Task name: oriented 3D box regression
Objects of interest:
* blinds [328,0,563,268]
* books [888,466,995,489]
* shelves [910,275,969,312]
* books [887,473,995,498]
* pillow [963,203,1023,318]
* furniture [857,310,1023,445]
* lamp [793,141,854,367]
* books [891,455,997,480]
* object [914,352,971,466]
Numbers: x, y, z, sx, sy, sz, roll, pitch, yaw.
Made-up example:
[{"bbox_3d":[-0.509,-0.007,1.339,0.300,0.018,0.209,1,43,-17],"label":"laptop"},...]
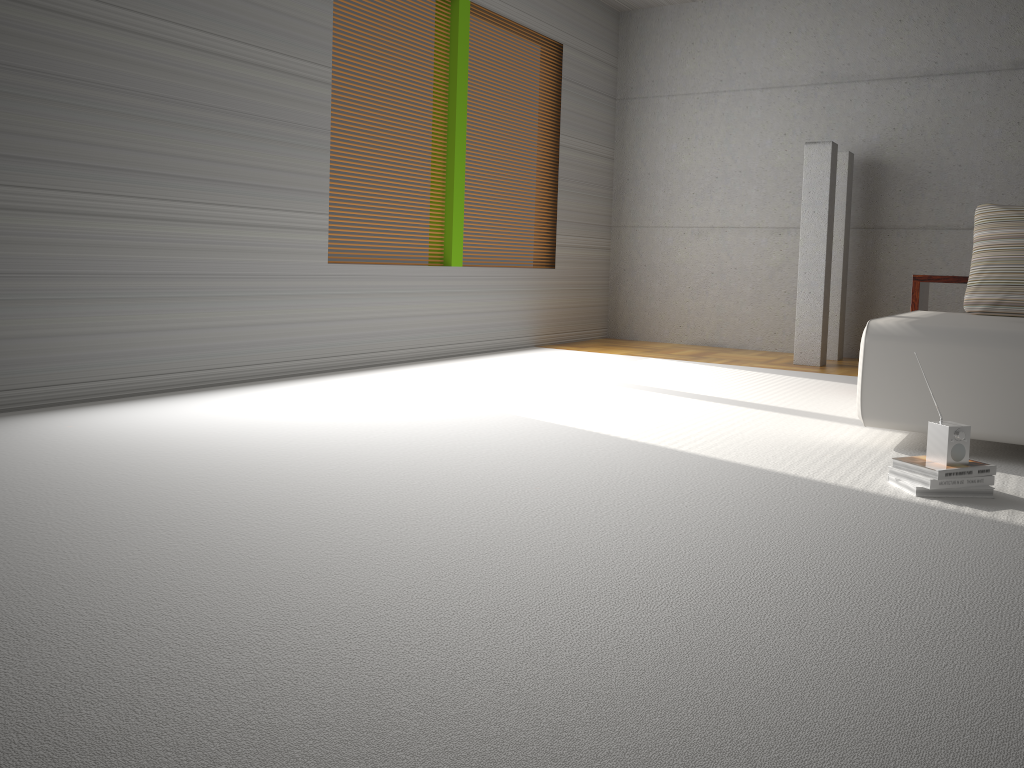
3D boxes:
[{"bbox_3d":[-0.468,-1.769,6.424,0.012,2.034,3.545,4,7,32],"label":"blinds"},{"bbox_3d":[1.428,0.306,2.947,0.264,0.032,0.190,-1,8,-18],"label":"books"},{"bbox_3d":[3.303,-0.167,4.573,2.258,0.712,0.401,7,6,32],"label":"shelves"},{"bbox_3d":[1.427,0.337,2.949,0.264,0.032,0.190,1,8,-4],"label":"books"},{"bbox_3d":[2.787,-0.633,4.524,0.803,0.606,0.492,6,6,31],"label":"pillow"},{"bbox_3d":[2.757,0.027,3.746,2.176,0.519,1.619,7,9,32],"label":"furniture"},{"bbox_3d":[2.481,-1.018,7.010,0.201,1.683,0.800,4,5,32],"label":"lamp"},{"bbox_3d":[1.436,0.274,2.943,0.264,0.032,0.190,-1,8,-23],"label":"books"},{"bbox_3d":[1.403,0.079,2.907,0.185,0.364,0.090,1,4,-17],"label":"object"}]
